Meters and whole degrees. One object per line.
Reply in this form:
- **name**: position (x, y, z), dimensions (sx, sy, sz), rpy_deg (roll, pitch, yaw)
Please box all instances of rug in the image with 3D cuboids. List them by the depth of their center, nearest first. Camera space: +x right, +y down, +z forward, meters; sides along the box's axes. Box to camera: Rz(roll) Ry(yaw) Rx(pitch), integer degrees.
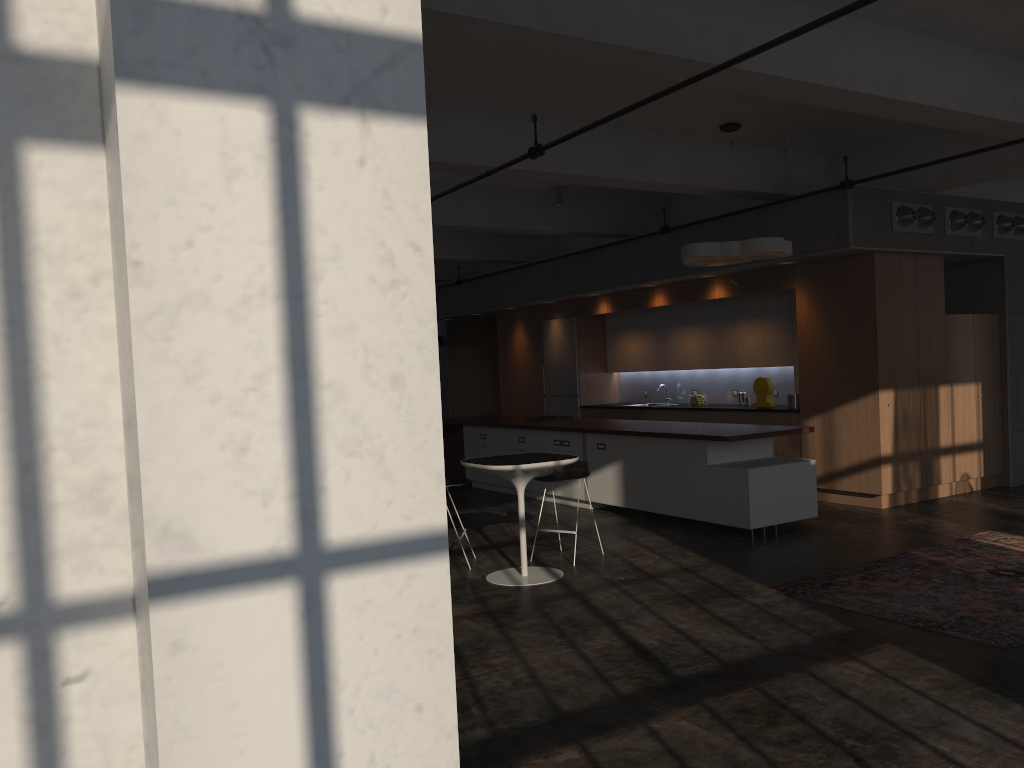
- **rug**: position (3.485, 1.378, 6.380), dimensions (2.937, 0.029, 1.819), rpy_deg (-3, 1, -31)

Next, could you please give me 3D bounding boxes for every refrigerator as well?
- **refrigerator**: position (0.851, 0.047, 14.368), dimensions (0.224, 2.193, 0.937), rpy_deg (-4, 3, -34)

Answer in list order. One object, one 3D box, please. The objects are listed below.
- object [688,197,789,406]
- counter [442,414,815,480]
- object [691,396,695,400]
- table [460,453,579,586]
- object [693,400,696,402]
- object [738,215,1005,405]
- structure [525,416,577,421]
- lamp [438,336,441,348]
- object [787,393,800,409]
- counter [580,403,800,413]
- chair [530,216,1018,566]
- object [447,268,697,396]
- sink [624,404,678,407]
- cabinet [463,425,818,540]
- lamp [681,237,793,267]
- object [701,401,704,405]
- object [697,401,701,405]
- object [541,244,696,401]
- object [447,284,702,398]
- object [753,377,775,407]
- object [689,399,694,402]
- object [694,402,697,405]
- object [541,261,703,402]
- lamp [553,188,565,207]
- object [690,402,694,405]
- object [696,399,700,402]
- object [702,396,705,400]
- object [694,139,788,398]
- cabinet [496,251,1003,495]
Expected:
- **object**: position (0.807, 0.723, 18.464), dimensions (0.962, 1.215, 12.998), rpy_deg (-3, 1, -20)
- **counter**: position (0.813, 0.968, 11.152), dimensions (1.163, 0.972, 6.529), rpy_deg (-4, 1, -31)
- **object**: position (0.357, -0.805, 14.806), dimensions (0.054, 2.171, 6.728), rpy_deg (-5, 2, -39)
- **table**: position (0.080, 1.071, 7.076), dimensions (0.843, 0.952, 0.813), rpy_deg (-4, 2, -31)
- **object**: position (2.533, 0.250, 12.332), dimensions (0.061, 0.053, 0.053), rpy_deg (-1, 2, 41)
- **object**: position (3.075, 0.175, 11.804), dimensions (0.061, 0.210, 0.141), rpy_deg (-4, 2, -31)
- **structure**: position (0.505, 0.478, 12.034), dimensions (0.521, 0.072, 0.628), rpy_deg (-3, 1, -31)
- **lamp**: position (-1.436, -0.813, 17.224), dimensions (0.168, 0.259, 0.216), rpy_deg (-1, 2, 40)
- **object**: position (3.367, 0.201, 10.524), dimensions (0.188, 0.170, 0.192), rpy_deg (-2, 2, 18)
- **counter**: position (2.887, 0.298, 12.486), dimensions (1.637, 0.039, 4.375), rpy_deg (-3, 1, -31)
- **chair**: position (0.463, 1.133, 7.685), dimensions (0.454, 0.896, 0.514), rpy_deg (-1, 2, 36)
- **object**: position (2.567, 0.170, 12.353), dimensions (0.059, 0.060, 0.050), rpy_deg (-3, 2, 3)
- **sink**: position (2.028, 0.403, 13.006), dimensions (0.532, 0.192, 0.715), rpy_deg (-3, 1, -31)
- **cabinet**: position (1.111, 0.991, 10.631), dimensions (0.939, 0.931, 5.541), rpy_deg (-4, 1, -31)
- **lamp**: position (2.247, -1.312, 8.863), dimensions (1.068, 0.130, 1.017), rpy_deg (-2, 1, 15)
- **object**: position (2.625, 0.267, 12.254), dimensions (0.072, 0.063, 0.065), rpy_deg (-2, 2, 24)
- **object**: position (2.579, 0.264, 12.212), dimensions (0.051, 0.057, 0.060), rpy_deg (-3, 2, 6)
- **object**: position (2.556, 0.216, 12.256), dimensions (0.050, 0.053, 0.064), rpy_deg (-3, 1, 7)
- **object**: position (2.594, 0.173, 12.220), dimensions (0.064, 0.051, 0.052), rpy_deg (-4, 2, -39)
- **object**: position (3.159, 0.102, 11.127), dimensions (0.101, 0.381, 0.269), rpy_deg (-4, 2, -31)
- **object**: position (1.488, -0.829, 12.905), dimensions (2.367, 2.230, 0.054), rpy_deg (-2, 2, 34)
- **object**: position (2.535, 0.272, 12.247), dimensions (0.062, 0.053, 0.052), rpy_deg (-4, 2, -44)
- **object**: position (2.609, 0.217, 12.239), dimensions (0.053, 0.053, 0.061), rpy_deg (-3, 2, -24)
- **lamp**: position (0.599, -2.403, 11.380), dimensions (0.155, 0.216, 0.156), rpy_deg (-3, 2, 6)
- **object**: position (2.724, -0.847, 10.862), dimensions (0.058, 2.311, 2.890), rpy_deg (-3, 1, -11)
- **object**: position (0.866, -0.867, 17.726), dimensions (0.062, 2.212, 11.666), rpy_deg (-3, 1, -16)
- **object**: position (2.648, 0.193, 12.275), dimensions (0.053, 0.052, 0.062), rpy_deg (-2, 2, 17)
- **object**: position (2.541, 0.179, 12.220), dimensions (0.058, 0.060, 0.052), rpy_deg (-3, 2, -8)
- **cabinet**: position (2.824, -0.129, 13.302), dimensions (2.423, 2.564, 7.952), rpy_deg (-4, 1, -31)
